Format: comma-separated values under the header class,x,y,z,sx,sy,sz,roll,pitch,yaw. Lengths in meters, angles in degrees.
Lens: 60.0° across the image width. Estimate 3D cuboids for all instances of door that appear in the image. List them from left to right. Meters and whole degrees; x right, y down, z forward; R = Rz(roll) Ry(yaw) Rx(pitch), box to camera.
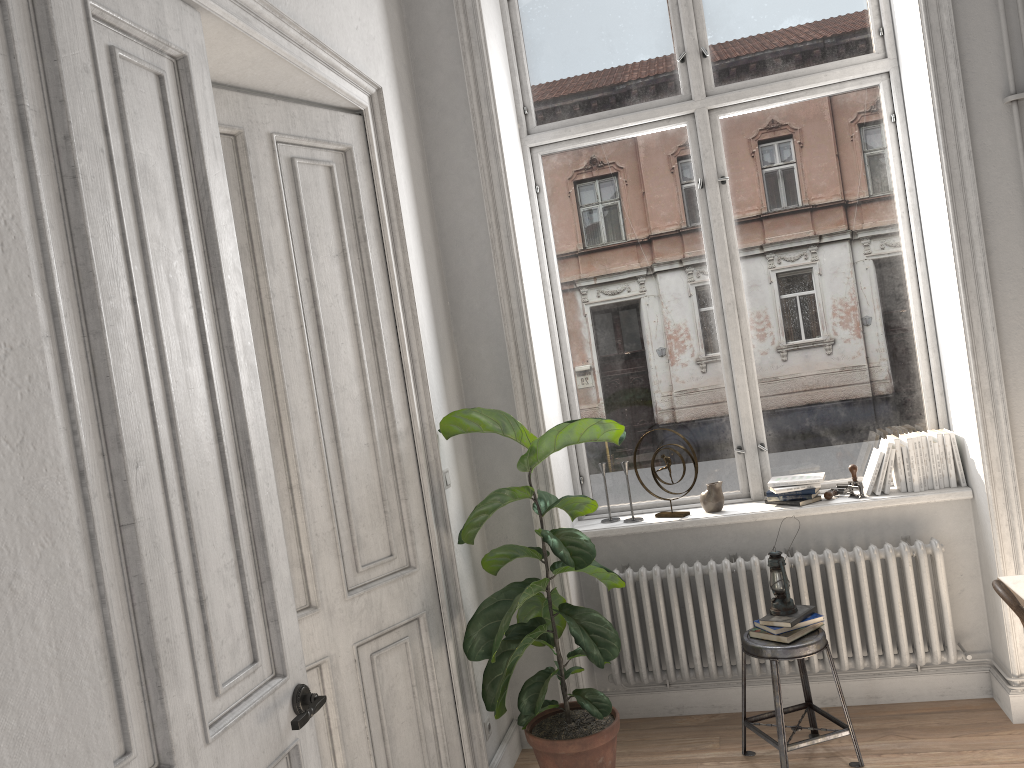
class,x,y,z,sx,sy,sz,roll,pitch,yaw
door,-0.760,0.441,1.853,0.216,2.815,1.096,-8,2,15
door,-0.663,0.404,3.022,0.216,2.815,1.096,-8,2,38

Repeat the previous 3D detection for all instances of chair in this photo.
class,x,y,z,sx,sy,sz,roll,pitch,yaw
chair,1.145,1.276,3.621,0.364,0.523,0.360,-9,1,-13
chair,1.743,1.006,2.534,0.549,0.921,0.437,-8,2,21

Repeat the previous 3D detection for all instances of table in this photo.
class,x,y,z,sx,sy,sz,roll,pitch,yaw
table,2.698,0.933,2.335,2.201,0.780,1.099,-8,1,13

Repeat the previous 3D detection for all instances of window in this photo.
class,x,y,z,sx,sy,sz,roll,pitch,yaw
window,0.983,-0.887,4.305,1.623,2.843,0.013,-8,2,13

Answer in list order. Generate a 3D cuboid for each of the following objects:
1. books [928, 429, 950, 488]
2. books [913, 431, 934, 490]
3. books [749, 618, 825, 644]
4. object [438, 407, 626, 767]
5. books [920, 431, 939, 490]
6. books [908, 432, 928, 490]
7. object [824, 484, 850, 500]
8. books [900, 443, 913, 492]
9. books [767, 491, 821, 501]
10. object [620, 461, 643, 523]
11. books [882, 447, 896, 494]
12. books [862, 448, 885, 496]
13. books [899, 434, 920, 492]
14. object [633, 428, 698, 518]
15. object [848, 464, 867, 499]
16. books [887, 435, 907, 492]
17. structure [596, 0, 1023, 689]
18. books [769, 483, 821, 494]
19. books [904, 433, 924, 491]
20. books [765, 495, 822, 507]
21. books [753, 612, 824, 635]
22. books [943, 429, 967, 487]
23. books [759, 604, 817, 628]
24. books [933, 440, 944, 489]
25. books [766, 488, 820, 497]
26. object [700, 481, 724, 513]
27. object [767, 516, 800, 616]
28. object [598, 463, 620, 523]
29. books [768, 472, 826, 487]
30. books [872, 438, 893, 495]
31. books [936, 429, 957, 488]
class,x,y,z,sx,sy,sz,roll,pitch,yaw
books,1.932,0.335,4.018,0.024,0.243,0.175,-8,1,13
books,1.868,0.345,4.034,0.024,0.243,0.175,-8,1,13
books,1.127,1.000,3.642,0.246,0.034,0.194,-10,1,-37
object,2.535,0.412,2.779,5.829,1.843,0.791,-8,2,18
books,1.884,0.343,4.007,0.019,0.244,0.174,-8,1,13
books,1.846,0.348,4.034,0.019,0.244,0.174,-8,1,13
object,1.493,0.500,4.097,0.153,0.048,0.088,-10,1,-37
books,1.784,0.377,4.034,0.020,0.205,0.155,-8,1,13
books,1.314,0.517,4.134,0.205,0.022,0.155,-8,1,33
object,0.564,0.518,4.272,0.095,0.289,0.095,-8,2,36
books,1.713,0.388,4.051,0.072,0.203,0.155,-8,1,13
books,1.653,0.400,4.068,0.105,0.194,0.155,-8,1,12
books,1.800,0.356,4.018,0.024,0.243,0.175,-8,1,13
object,0.741,0.422,4.247,0.087,0.425,0.348,-10,2,-44
object,1.556,0.439,4.022,0.048,0.153,0.088,-9,2,-17
books,1.761,0.361,4.059,0.024,0.243,0.175,-8,1,13
structure,2.640,-0.948,3.505,5.183,4.475,0.340,-8,2,13
books,1.309,0.475,4.119,0.205,0.020,0.155,-9,1,3
books,1.824,0.352,4.022,0.019,0.244,0.174,-8,1,13
books,1.312,0.540,4.140,0.147,0.023,0.221,-9,1,-28
books,1.135,0.973,3.641,0.232,0.029,0.163,-9,1,-16
books,1.982,0.328,3.984,0.040,0.244,0.174,-8,1,13
books,1.133,0.950,3.641,0.221,0.027,0.147,-10,2,-45
books,1.909,0.358,4.004,0.020,0.205,0.155,-8,1,13
books,1.313,0.495,4.132,0.221,0.023,0.147,-8,1,29
object,0.947,0.534,4.203,0.100,0.142,0.102,-9,1,-12
object,1.119,0.746,3.661,0.163,0.383,0.154,-9,2,-13
object,0.464,0.532,4.355,0.095,0.289,0.095,-7,2,45
books,1.328,0.446,4.134,0.244,0.019,0.174,-8,1,23
books,1.686,0.375,4.055,0.100,0.235,0.174,-8,1,13
books,1.952,0.333,3.993,0.024,0.243,0.175,-8,1,13
